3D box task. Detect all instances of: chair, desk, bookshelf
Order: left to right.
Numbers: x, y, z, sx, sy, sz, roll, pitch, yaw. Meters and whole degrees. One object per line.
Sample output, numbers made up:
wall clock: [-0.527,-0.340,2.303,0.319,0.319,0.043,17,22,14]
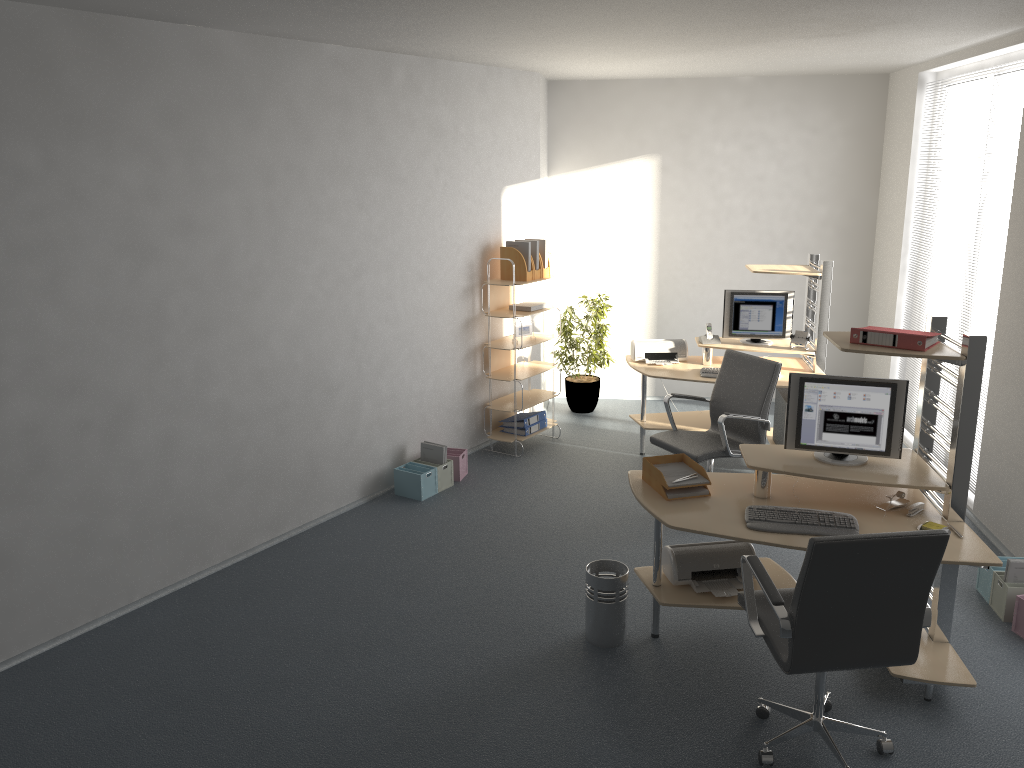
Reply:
bookshelf: [0.085,-0.256,7.195,0.381,1.572,0.724,9,17,33]
chair: [1.304,0.361,5.755,0.652,1.048,0.584,-8,16,-26]
desk: [1.605,-0.157,6.734,1.469,1.566,0.967,1,14,7]
desk: [1.274,0.529,4.045,1.469,1.566,0.967,1,14,7]
chair: [1.223,0.949,3.444,0.584,1.048,0.652,-2,14,-6]

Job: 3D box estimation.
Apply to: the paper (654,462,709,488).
paper: [0.802,0.440,4.334,0.210,0.010,0.297,-4,15,-14]

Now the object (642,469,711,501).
object: [0.802,0.478,4.345,0.225,0.060,0.309,-4,15,-14]

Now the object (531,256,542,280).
object: [0.108,-0.973,7.065,0.243,0.259,0.113,9,17,33]

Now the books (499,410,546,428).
books: [0.087,0.284,7.319,0.263,0.100,0.320,9,17,34]

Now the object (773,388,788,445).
object: [2.123,0.291,6.704,0.199,0.422,0.471,1,14,7]

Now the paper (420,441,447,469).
paper: [-0.570,0.582,6.434,0.220,0.306,0.068,9,17,33]

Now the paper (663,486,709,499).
paper: [0.802,0.490,4.347,0.210,0.019,0.297,-4,15,-14]

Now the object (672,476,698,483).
object: [0.826,0.456,4.236,0.159,0.009,0.008,-9,16,-28]

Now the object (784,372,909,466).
object: [1.589,0.155,4.214,0.516,0.418,0.245,7,16,28]

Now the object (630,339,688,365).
object: [1.177,-0.255,7.011,0.438,0.162,0.351,-1,14,-1]

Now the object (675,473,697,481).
object: [0.835,0.449,4.263,0.159,0.009,0.008,-11,18,-36]

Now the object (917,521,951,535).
object: [1.816,0.618,3.813,0.132,0.026,0.132,1,14,7]

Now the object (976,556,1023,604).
object: [2.644,1.053,4.725,0.245,0.202,0.185,1,14,7]

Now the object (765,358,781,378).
object: [2.049,-0.125,6.823,0.168,0.088,0.742,2,14,9]

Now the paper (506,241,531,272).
paper: [0.050,-0.971,6.977,0.213,0.297,0.045,8,17,31]

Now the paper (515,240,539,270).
paper: [0.118,-0.997,7.077,0.213,0.297,0.045,9,17,33]

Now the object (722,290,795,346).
object: [1.914,-0.526,6.881,0.516,0.418,0.245,5,15,21]

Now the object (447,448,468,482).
object: [-0.477,0.603,6.637,0.245,0.202,0.185,3,15,15]

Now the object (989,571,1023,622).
object: [2.621,1.098,4.547,0.245,0.202,0.185,1,14,7]

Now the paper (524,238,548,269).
paper: [0.193,-1.022,7.173,0.213,0.297,0.045,10,18,36]

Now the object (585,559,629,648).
object: [0.465,1.080,4.355,0.208,0.377,0.208,-12,18,-38]

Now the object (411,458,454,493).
object: [-0.578,0.654,6.440,0.245,0.202,0.185,9,17,32]

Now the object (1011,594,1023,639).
object: [2.622,1.154,4.327,0.245,0.202,0.185,-3,14,-11]

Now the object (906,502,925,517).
object: [1.821,0.562,4.002,0.134,0.042,0.022,-13,19,-39]

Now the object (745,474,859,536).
object: [1.340,0.560,4.167,0.478,0.082,0.814,3,15,14]

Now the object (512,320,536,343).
object: [0.097,-0.427,7.132,0.192,0.161,0.077,-11,18,-36]

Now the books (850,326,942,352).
books: [1.739,-0.222,4.018,0.320,0.072,0.262,11,18,38]

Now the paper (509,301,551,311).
paper: [0.146,-0.630,7.174,0.213,0.046,0.297,9,17,33]

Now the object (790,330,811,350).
object: [2.172,-0.331,6.671,0.154,0.135,0.093,13,19,42]

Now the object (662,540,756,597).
object: [0.992,0.894,4.322,0.438,0.162,0.351,-3,14,-8]

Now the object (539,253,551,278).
object: [0.182,-0.999,7.161,0.243,0.259,0.113,10,18,36]

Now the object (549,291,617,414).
object: [0.684,-0.295,8.202,0.544,1.147,0.644,9,17,35]

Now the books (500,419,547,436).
books: [0.096,0.339,7.327,0.262,0.072,0.320,9,17,34]

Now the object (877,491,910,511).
object: [1.757,0.532,4.081,0.159,0.064,0.054,-8,16,-25]

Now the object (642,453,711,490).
object: [0.801,0.424,4.331,0.225,0.060,0.309,-4,15,-14]

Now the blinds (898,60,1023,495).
blinds: [3.183,-0.802,6.385,0.037,2.749,1.950,1,14,7]

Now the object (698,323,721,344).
object: [1.546,-0.398,6.935,0.150,0.151,0.119,-2,14,-7]

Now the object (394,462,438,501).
object: [-0.680,0.693,6.290,0.245,0.202,0.185,9,17,32]

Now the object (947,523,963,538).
object: [1.899,0.627,3.808,0.011,0.011,0.158,0,14,4]

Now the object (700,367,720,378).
object: [1.707,-0.121,6.835,0.478,0.082,0.814,3,15,14]

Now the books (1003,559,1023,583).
books: [2.619,1.034,4.516,0.220,0.306,0.068,1,14,7]

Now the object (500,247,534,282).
object: [0.040,-0.947,6.964,0.243,0.259,0.113,8,17,31]
